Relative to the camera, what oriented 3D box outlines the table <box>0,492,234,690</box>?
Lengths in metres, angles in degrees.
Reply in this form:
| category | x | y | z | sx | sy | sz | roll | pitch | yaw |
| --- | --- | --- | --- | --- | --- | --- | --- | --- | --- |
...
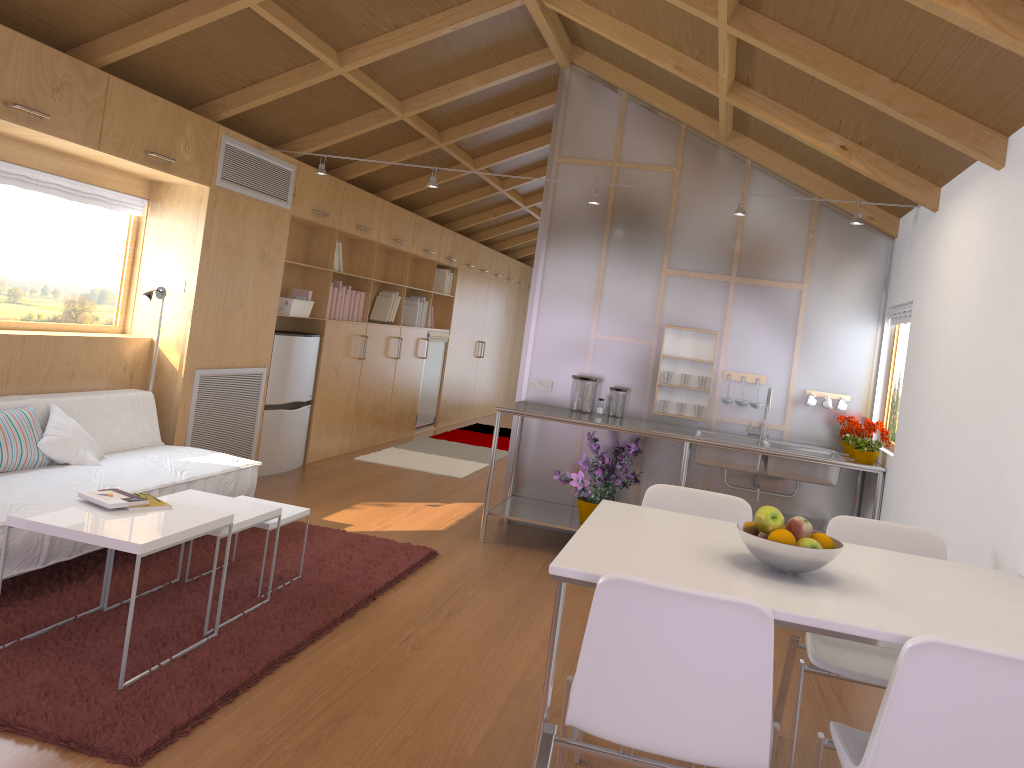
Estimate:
| category | x | y | z | sx | sy | sz | roll | pitch | yaw |
| --- | --- | --- | --- | --- | --- | --- | --- | --- | --- |
| table | -1.314 | 0.654 | 2.956 | 0.486 | 0.438 | 0.524 | 8 | 2 | 13 |

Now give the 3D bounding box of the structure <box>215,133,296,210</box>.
| category | x | y | z | sx | sy | sz | roll | pitch | yaw |
| --- | --- | --- | --- | --- | --- | --- | --- | --- | --- |
| structure | -1.582 | -1.305 | 5.515 | 0.013 | 0.300 | 0.902 | 8 | 3 | 13 |

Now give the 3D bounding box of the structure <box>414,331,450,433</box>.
| category | x | y | z | sx | sy | sz | roll | pitch | yaw |
| --- | --- | --- | --- | --- | --- | --- | --- | --- | --- |
| structure | -0.978 | -0.052 | 9.453 | 0.316 | 1.079 | 0.724 | 8 | 1 | 13 |

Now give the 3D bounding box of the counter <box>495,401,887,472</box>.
| category | x | y | z | sx | sy | sz | roll | pitch | yaw |
| --- | --- | --- | --- | --- | --- | --- | --- | --- | --- |
| counter | 0.992 | 0.282 | 5.122 | 2.114 | 0.021 | 0.649 | 9 | 4 | 13 |

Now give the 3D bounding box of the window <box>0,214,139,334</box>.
| category | x | y | z | sx | sy | sz | roll | pitch | yaw |
| --- | --- | --- | --- | --- | --- | --- | --- | --- | --- |
| window | -2.388 | -0.661 | 4.400 | 0.035 | 0.790 | 1.494 | 8 | 3 | 13 |

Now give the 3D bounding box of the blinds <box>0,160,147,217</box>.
| category | x | y | z | sx | sy | sz | roll | pitch | yaw |
| --- | --- | --- | --- | --- | --- | --- | --- | --- | --- |
| blinds | -2.294 | -0.991 | 4.392 | 0.048 | 0.111 | 1.496 | 8 | 4 | 13 |

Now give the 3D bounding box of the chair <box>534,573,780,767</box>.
| category | x | y | z | sx | sy | sz | roll | pitch | yaw |
| --- | --- | --- | --- | --- | --- | --- | --- | --- | --- |
| chair | 0.334 | 0.785 | 1.934 | 0.532 | 0.786 | 0.546 | 8 | 1 | 13 |

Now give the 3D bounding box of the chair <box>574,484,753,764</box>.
| category | x | y | z | sx | sy | sz | roll | pitch | yaw |
| --- | --- | --- | --- | --- | --- | --- | --- | --- | --- |
| chair | 0.543 | 0.755 | 2.817 | 0.532 | 0.786 | 0.546 | 8 | 1 | 13 |

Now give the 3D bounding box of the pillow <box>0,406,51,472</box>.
| category | x | y | z | sx | sy | sz | roll | pitch | yaw |
| --- | --- | --- | --- | --- | --- | --- | --- | --- | --- |
| pillow | -2.231 | 0.252 | 3.474 | 0.172 | 0.251 | 1.040 | 8 | 3 | 13 |

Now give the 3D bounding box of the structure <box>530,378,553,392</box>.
| category | x | y | z | sx | sy | sz | roll | pitch | yaw |
| --- | --- | --- | --- | --- | --- | --- | --- | --- | --- |
| structure | 0.187 | 0.007 | 5.647 | 0.142 | 0.071 | 0.011 | 8 | 0 | 13 |

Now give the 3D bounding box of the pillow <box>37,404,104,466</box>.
| category | x | y | z | sx | sy | sz | roll | pitch | yaw |
| --- | --- | --- | --- | --- | --- | --- | --- | --- | --- |
| pillow | -2.012 | 0.240 | 4.063 | 0.266 | 0.252 | 0.347 | 7 | 2 | -23 |

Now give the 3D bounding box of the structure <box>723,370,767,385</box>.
| category | x | y | z | sx | sy | sz | roll | pitch | yaw |
| --- | --- | --- | --- | --- | --- | --- | --- | --- | --- |
| structure | 1.410 | -0.039 | 5.356 | 0.251 | 0.051 | 0.016 | 9 | 0 | 13 |

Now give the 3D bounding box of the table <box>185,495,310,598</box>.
| category | x | y | z | sx | sy | sz | roll | pitch | yaw |
| --- | --- | --- | --- | --- | --- | --- | --- | --- | --- |
| table | -1.125 | 0.689 | 3.794 | 0.342 | 0.309 | 0.369 | 8 | 2 | 13 |

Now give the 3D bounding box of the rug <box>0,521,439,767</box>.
| category | x | y | z | sx | sy | sz | roll | pitch | yaw |
| --- | --- | --- | --- | --- | --- | --- | --- | --- | --- |
| rug | -1.593 | 0.803 | 3.698 | 1.889 | 0.020 | 2.478 | 9 | 4 | 13 |

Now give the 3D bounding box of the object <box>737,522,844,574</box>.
| category | x | y | z | sx | sy | sz | roll | pitch | yaw |
| --- | --- | --- | --- | --- | --- | --- | --- | --- | --- |
| object | 0.680 | 0.417 | 2.184 | 0.254 | 0.090 | 0.256 | 5 | 4 | -35 |

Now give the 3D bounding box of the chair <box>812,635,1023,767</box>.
| category | x | y | z | sx | sy | sz | roll | pitch | yaw |
| --- | --- | --- | --- | --- | --- | --- | --- | --- | --- |
| chair | 0.907 | 0.872 | 1.795 | 0.532 | 0.786 | 0.546 | 8 | 1 | 13 |

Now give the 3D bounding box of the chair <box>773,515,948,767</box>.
| category | x | y | z | sx | sy | sz | roll | pitch | yaw |
| --- | --- | --- | --- | --- | --- | --- | --- | --- | --- |
| chair | 1.116 | 0.842 | 2.678 | 0.532 | 0.786 | 0.546 | 8 | 1 | 13 |

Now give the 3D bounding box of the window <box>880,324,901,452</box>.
| category | x | y | z | sx | sy | sz | roll | pitch | yaw |
| --- | --- | --- | --- | --- | --- | --- | --- | --- | --- |
| window | 2.121 | -0.031 | 4.794 | 0.026 | 0.795 | 0.723 | 8 | 1 | 13 |

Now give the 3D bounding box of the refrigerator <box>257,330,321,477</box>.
| category | x | y | z | sx | sy | sz | roll | pitch | yaw |
| --- | --- | --- | --- | --- | --- | --- | --- | --- | --- |
| refrigerator | -1.670 | 0.118 | 6.370 | 0.262 | 0.987 | 0.712 | 8 | 1 | 13 |

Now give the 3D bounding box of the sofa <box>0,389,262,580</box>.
| category | x | y | z | sx | sy | sz | roll | pitch | yaw |
| --- | --- | --- | --- | --- | --- | --- | --- | --- | --- |
| sofa | -2.014 | 0.430 | 3.701 | 0.864 | 0.628 | 2.352 | 8 | 3 | 13 |

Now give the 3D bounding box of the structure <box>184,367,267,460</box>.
| category | x | y | z | sx | sy | sz | roll | pitch | yaw |
| --- | --- | --- | --- | --- | --- | --- | --- | --- | --- |
| structure | -1.788 | 0.259 | 5.520 | 0.013 | 0.721 | 0.818 | 8 | 2 | 13 |

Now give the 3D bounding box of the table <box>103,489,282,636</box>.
| category | x | y | z | sx | sy | sz | roll | pitch | yaw |
| --- | --- | --- | --- | --- | --- | --- | --- | --- | --- |
| table | -1.212 | 0.666 | 3.405 | 0.425 | 0.383 | 0.458 | 8 | 2 | 13 |

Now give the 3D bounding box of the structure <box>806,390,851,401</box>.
| category | x | y | z | sx | sy | sz | roll | pitch | yaw |
| --- | --- | --- | --- | --- | --- | --- | --- | --- | --- |
| structure | 1.872 | 0.068 | 5.230 | 0.251 | 0.032 | 0.041 | 9 | 2 | 13 |

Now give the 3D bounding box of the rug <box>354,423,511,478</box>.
| category | x | y | z | sx | sy | sz | roll | pitch | yaw |
| --- | --- | --- | --- | --- | --- | --- | --- | --- | --- |
| rug | -0.419 | 0.619 | 8.911 | 0.919 | 0.011 | 3.717 | 9 | 4 | 13 |

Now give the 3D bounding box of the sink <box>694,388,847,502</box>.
| category | x | y | z | sx | sy | sz | roll | pitch | yaw |
| --- | --- | --- | --- | --- | --- | --- | --- | --- | --- |
| sink | 1.449 | 0.343 | 5.038 | 0.812 | 0.641 | 0.562 | 8 | 1 | 13 |

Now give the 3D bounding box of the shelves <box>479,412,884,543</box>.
| category | x | y | z | sx | sy | sz | roll | pitch | yaw |
| --- | --- | --- | --- | --- | --- | --- | --- | --- | --- |
| shelves | 0.939 | 0.673 | 5.117 | 2.097 | 0.753 | 0.631 | 8 | 1 | 13 |

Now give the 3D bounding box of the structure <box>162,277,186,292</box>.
| category | x | y | z | sx | sy | sz | roll | pitch | yaw |
| --- | --- | --- | --- | --- | --- | --- | --- | --- | --- |
| structure | -1.936 | -0.568 | 5.057 | 0.142 | 0.071 | 0.011 | 8 | 0 | 13 |

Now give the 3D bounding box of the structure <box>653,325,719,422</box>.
| category | x | y | z | sx | sy | sz | roll | pitch | yaw |
| --- | --- | --- | --- | --- | --- | --- | --- | --- | --- |
| structure | 1.064 | -0.067 | 5.408 | 0.328 | 0.545 | 0.076 | 8 | -1 | 13 |

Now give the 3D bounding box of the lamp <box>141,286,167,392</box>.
| category | x | y | z | sx | sy | sz | roll | pitch | yaw |
| --- | --- | --- | --- | --- | --- | --- | --- | --- | --- |
| lamp | -2.019 | 0.052 | 4.912 | 0.182 | 1.198 | 0.255 | 8 | -1 | -11 |

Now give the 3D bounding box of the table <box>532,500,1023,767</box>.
| category | x | y | z | sx | sy | sz | roll | pitch | yaw |
| --- | --- | --- | --- | --- | --- | --- | --- | --- | --- |
| table | 0.718 | 0.838 | 2.241 | 1.212 | 0.743 | 0.898 | 8 | 2 | 13 |

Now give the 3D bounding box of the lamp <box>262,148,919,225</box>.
| category | x | y | z | sx | sy | sz | roll | pitch | yaw |
| --- | --- | --- | --- | --- | --- | --- | --- | --- | --- |
| lamp | 0.275 | -1.126 | 5.040 | 3.837 | 0.153 | 0.072 | 9 | 0 | 13 |

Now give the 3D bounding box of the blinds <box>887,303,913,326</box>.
| category | x | y | z | sx | sy | sz | roll | pitch | yaw |
| --- | --- | --- | --- | --- | --- | --- | --- | --- | --- |
| blinds | 2.127 | -0.378 | 4.808 | 0.048 | 0.111 | 0.724 | 8 | 4 | 13 |
